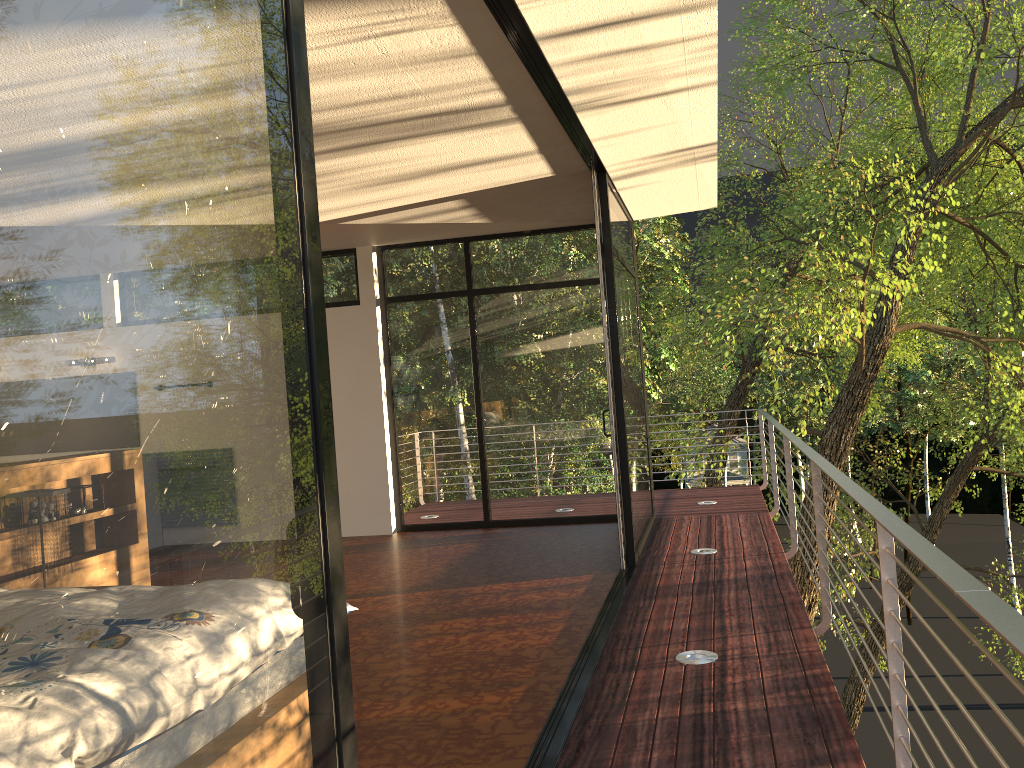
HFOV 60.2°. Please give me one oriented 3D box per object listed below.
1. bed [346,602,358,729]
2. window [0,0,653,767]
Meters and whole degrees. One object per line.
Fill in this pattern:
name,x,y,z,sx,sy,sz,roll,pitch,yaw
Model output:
bed,-1.788,0.970,2.454,2.127,0.712,1.851,-4,0,11
window,-3.334,0.182,2.859,6.759,2.514,10.442,-4,0,11
